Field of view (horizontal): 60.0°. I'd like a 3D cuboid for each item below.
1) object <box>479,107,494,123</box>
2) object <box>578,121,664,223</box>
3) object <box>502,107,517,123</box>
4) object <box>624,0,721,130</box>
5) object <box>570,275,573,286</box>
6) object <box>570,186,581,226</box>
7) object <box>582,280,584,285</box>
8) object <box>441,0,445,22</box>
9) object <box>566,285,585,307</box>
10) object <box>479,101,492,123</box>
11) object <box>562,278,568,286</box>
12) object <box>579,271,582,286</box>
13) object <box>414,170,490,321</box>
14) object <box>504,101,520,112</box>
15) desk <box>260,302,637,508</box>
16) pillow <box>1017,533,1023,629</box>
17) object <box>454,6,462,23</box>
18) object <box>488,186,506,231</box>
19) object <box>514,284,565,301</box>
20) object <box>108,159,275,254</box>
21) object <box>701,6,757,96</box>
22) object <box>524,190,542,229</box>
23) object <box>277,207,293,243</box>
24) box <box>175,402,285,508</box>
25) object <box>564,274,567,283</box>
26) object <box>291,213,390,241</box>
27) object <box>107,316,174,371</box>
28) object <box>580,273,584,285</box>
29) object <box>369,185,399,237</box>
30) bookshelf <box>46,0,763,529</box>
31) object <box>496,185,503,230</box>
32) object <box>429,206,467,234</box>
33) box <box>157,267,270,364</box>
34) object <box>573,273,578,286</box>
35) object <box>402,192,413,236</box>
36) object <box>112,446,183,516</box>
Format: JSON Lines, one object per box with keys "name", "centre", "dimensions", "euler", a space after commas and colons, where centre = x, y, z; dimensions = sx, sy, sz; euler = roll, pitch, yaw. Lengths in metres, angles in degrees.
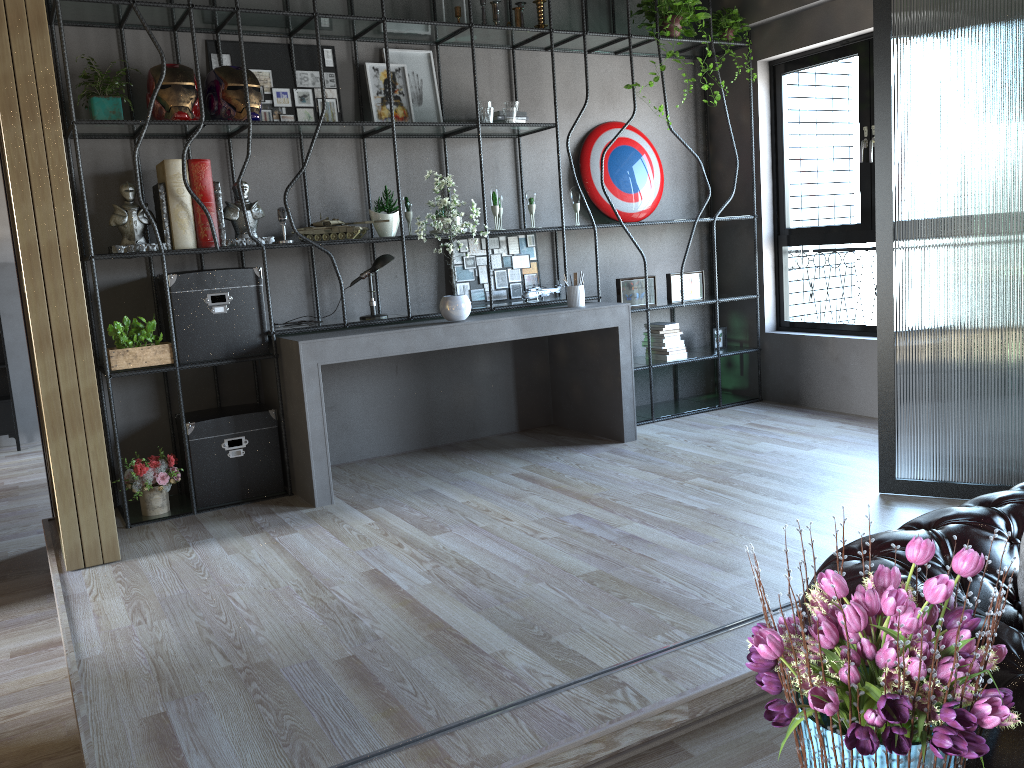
{"name": "object", "centre": [-0.153, -1.642, 5.446], "dimensions": [0.092, 0.099, 0.093], "euler": [-3, 9, 8]}
{"name": "object", "centre": [0.802, -1.528, 6.399], "dimensions": [0.751, 0.738, 0.186], "euler": [-9, 9, -29]}
{"name": "object", "centre": [-0.012, -1.665, 5.525], "dimensions": [0.092, 0.099, 0.093], "euler": [-1, 9, 18]}
{"name": "object", "centre": [1.021, -2.221, 6.011], "dimensions": [0.720, 1.024, 0.651], "euler": [-6, 8, -11]}
{"name": "object", "centre": [0.385, -0.612, 5.638], "dimensions": [0.009, 0.167, 0.061], "euler": [-6, 8, -17]}
{"name": "object", "centre": [0.439, -1.214, 6.057], "dimensions": [0.113, 0.269, 0.113], "euler": [-11, 11, -40]}
{"name": "object", "centre": [0.428, -0.578, 5.605], "dimensions": [0.068, 0.159, 0.009], "euler": [-6, 8, -16]}
{"name": "object", "centre": [-0.434, -2.372, 5.581], "dimensions": [0.128, 0.390, 0.128], "euler": [0, 9, 29]}
{"name": "object", "centre": [0.403, -0.554, 5.606], "dimensions": [0.110, 0.137, 0.110], "euler": [-7, 9, -19]}
{"name": "object", "centre": [-0.165, -1.687, 5.556], "dimensions": [0.087, 0.155, 0.087], "euler": [-6, 9, -17]}
{"name": "object", "centre": [0.376, -0.588, 5.602], "dimensions": [0.137, 0.190, 0.009], "euler": [-8, 9, -26]}
{"name": "object", "centre": [0.427, -0.625, 5.632], "dimensions": [0.052, 0.185, 0.009], "euler": [-8, 9, -27]}
{"name": "object", "centre": [-0.330, -0.788, 5.023], "dimensions": [0.420, 0.850, 0.399], "euler": [-2, 9, 17]}
{"name": "object", "centre": [0.000, -1.800, 5.776], "dimensions": [0.103, 0.068, 0.103], "euler": [-10, 11, -36]}
{"name": "desk", "centre": [-0.355, 0.031, 5.486], "dimensions": [2.131, 0.884, 0.846], "euler": [-9, 10, -29]}
{"name": "pillow", "centre": [1.185, 0.445, 1.698], "dimensions": [0.529, 0.468, 0.283], "euler": [-8, 9, -26]}
{"name": "object", "centre": [-0.324, -2.214, 5.366], "dimensions": [0.135, 0.128, 0.135], "euler": [2, 10, 33]}
{"name": "object", "centre": [-0.106, -1.101, 5.561], "dimensions": [0.113, 0.274, 0.113], "euler": [-8, 9, -25]}
{"name": "object", "centre": [0.177, -0.622, 5.935], "dimensions": [0.379, 0.111, 0.352], "euler": [-4, 9, 3]}
{"name": "object", "centre": [-1.741, -0.956, 4.768], "dimensions": [0.834, 0.465, 0.290], "euler": [-9, 10, -29]}
{"name": "object", "centre": [1.485, -2.340, 6.265], "dimensions": [0.445, 0.632, 0.402], "euler": [-6, 8, -11]}
{"name": "object", "centre": [0.127, -1.130, 5.737], "dimensions": [0.113, 0.246, 0.113], "euler": [-6, 8, -10]}
{"name": "object", "centre": [-1.269, -0.881, 4.922], "dimensions": [0.093, 0.199, 0.093], "euler": [-10, 10, -34]}
{"name": "box", "centre": [-1.590, 0.383, 4.996], "dimensions": [0.489, 0.480, 0.374], "euler": [-9, 10, -29]}
{"name": "object", "centre": [0.356, -0.596, 5.607], "dimensions": [0.046, 0.202, 0.023], "euler": [-3, 8, 7]}
{"name": "object", "centre": [-1.002, -0.928, 5.202], "dimensions": [0.577, 0.170, 0.207], "euler": [-3, 9, 6]}
{"name": "object", "centre": [-1.919, -0.224, 4.563], "dimensions": [0.304, 0.265, 0.181], "euler": [-9, 10, -29]}
{"name": "object", "centre": [0.434, -0.615, 5.622], "dimensions": [0.062, 0.169, 0.009], "euler": [-9, 9, -30]}
{"name": "object", "centre": [-0.746, -1.026, 5.272], "dimensions": [0.193, 0.304, 0.137], "euler": [-3, 8, 4]}
{"name": "bookshelf", "centre": [-0.280, -1.196, 5.604], "dimensions": [4.487, 3.276, 0.527], "euler": [-9, 9, -29]}
{"name": "object", "centre": [-0.088, -1.171, 5.912], "dimensions": [0.113, 0.301, 0.113], "euler": [-6, 8, -10]}
{"name": "object", "centre": [-0.401, -1.038, 5.491], "dimensions": [0.235, 0.212, 0.235], "euler": [-2, 9, 16]}
{"name": "box", "centre": [-1.644, -0.392, 4.886], "dimensions": [0.489, 0.480, 0.374], "euler": [-9, 10, -29]}
{"name": "object", "centre": [0.407, -0.606, 5.643], "dimensions": [0.023, 0.203, 0.037], "euler": [-3, 8, 10]}
{"name": "object", "centre": [-0.647, -1.059, 5.544], "dimensions": [0.113, 0.273, 0.113], "euler": [0, 9, 27]}
{"name": "object", "centre": [-1.934, 0.513, 4.708], "dimensions": [0.345, 0.361, 0.332], "euler": [-8, 9, -26]}
